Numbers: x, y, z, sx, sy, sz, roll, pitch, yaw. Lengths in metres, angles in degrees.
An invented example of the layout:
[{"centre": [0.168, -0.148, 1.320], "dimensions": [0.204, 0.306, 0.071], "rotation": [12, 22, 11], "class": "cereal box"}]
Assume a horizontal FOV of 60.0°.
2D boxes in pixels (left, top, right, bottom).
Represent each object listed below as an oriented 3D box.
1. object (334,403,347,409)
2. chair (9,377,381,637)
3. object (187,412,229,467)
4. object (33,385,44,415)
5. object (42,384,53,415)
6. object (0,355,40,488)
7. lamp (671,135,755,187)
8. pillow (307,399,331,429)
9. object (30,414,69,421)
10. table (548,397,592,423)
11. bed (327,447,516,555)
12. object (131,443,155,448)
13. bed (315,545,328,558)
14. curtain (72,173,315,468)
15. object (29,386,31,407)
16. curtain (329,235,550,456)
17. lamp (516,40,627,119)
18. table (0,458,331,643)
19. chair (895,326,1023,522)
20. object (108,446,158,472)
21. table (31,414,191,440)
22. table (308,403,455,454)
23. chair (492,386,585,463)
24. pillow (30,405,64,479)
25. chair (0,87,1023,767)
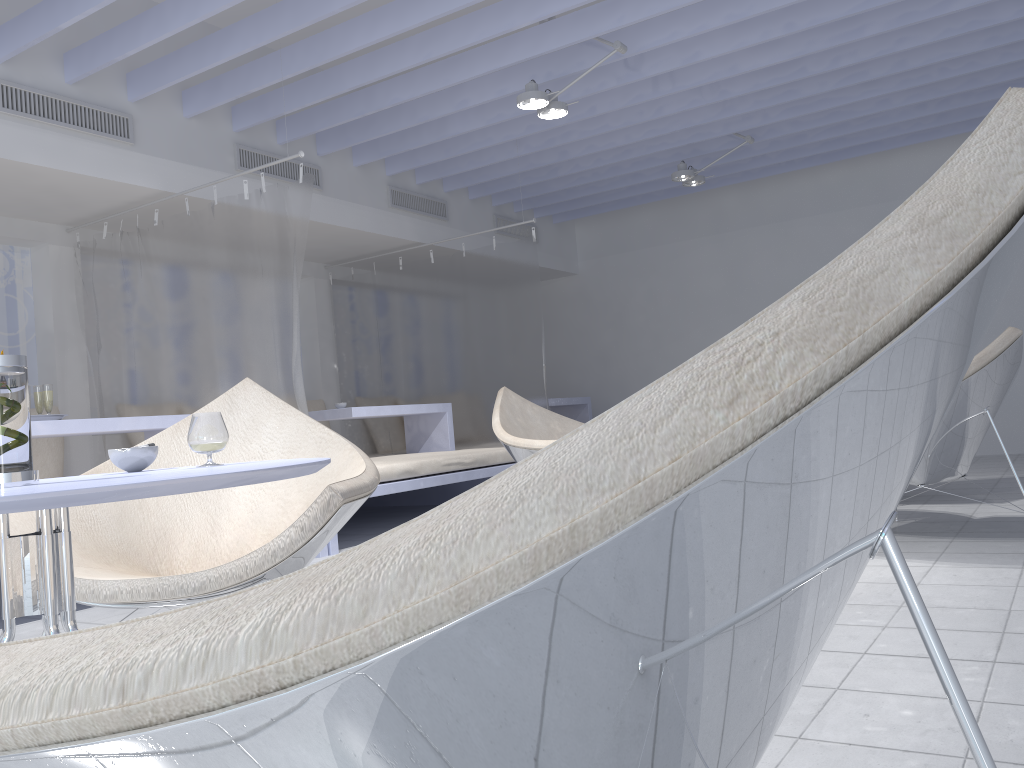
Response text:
[{"centre": [-1.149, 0.149, 5.945], "dimensions": [0.082, 0.043, 0.082], "rotation": [-5, -3, -6], "class": "object"}, {"centre": [-0.751, 0.346, 2.222], "dimensions": [0.906, 0.759, 0.753], "rotation": [-5, -3, 3], "class": "chair"}, {"centre": [-0.521, 0.095, 1.520], "dimensions": [0.068, 0.091, 0.068], "rotation": [-3, -3, -29], "class": "object"}, {"centre": [-2.252, 0.095, 4.225], "dimensions": [0.059, 0.174, 0.059], "rotation": [-5, -3, 0], "class": "object"}, {"centre": [-2.194, 0.089, 4.196], "dimensions": [0.059, 0.174, 0.059], "rotation": [-5, -3, 0], "class": "object"}, {"centre": [-0.720, 0.052, 1.261], "dimensions": [0.075, 0.189, 0.075], "rotation": [-6, -3, 24], "class": "object"}, {"centre": [1.474, -1.630, 6.460], "dimensions": [0.587, 0.218, 0.380], "rotation": [-6, -3, 33], "class": "lamp"}, {"centre": [-1.581, 0.369, 6.902], "dimensions": [0.230, 0.521, 0.524], "rotation": [-6, -3, 31], "class": "pillow"}, {"centre": [-2.275, 0.169, 4.109], "dimensions": [0.275, 0.031, 0.429], "rotation": [-6, -3, 34], "class": "object"}, {"centre": [0.304, 0.369, 8.080], "dimensions": [0.416, 0.450, 1.065], "rotation": [-6, -3, 33], "class": "table"}, {"centre": [-1.137, 0.701, 5.759], "dimensions": [2.016, 0.427, 2.200], "rotation": [-6, -3, 33], "class": "bed"}, {"centre": [-0.664, 0.115, 1.597], "dimensions": [0.012, 0.016, 0.098], "rotation": [-5, -3, -1], "class": "object"}, {"centre": [-2.343, 0.723, 3.908], "dimensions": [2.022, 0.422, 2.200], "rotation": [-6, -3, 33], "class": "bed"}, {"centre": [-1.768, -0.183, 4.839], "dimensions": [2.050, 1.552, 0.151], "rotation": [-6, -3, 33], "class": "curtain"}, {"centre": [-2.287, 0.096, 4.171], "dimensions": [0.059, 0.174, 0.059], "rotation": [-5, -3, 0], "class": "object"}, {"centre": [-0.601, -0.177, 6.728], "dimensions": [1.998, 1.559, 0.125], "rotation": [-6, -3, 31], "class": "curtain"}, {"centre": [0.334, -1.612, 4.682], "dimensions": [0.587, 0.218, 0.380], "rotation": [-6, -3, 33], "class": "lamp"}, {"centre": [-0.655, 0.409, 1.251], "dimensions": [0.825, 0.534, 0.823], "rotation": [-6, -3, 24], "class": "table"}, {"centre": [1.599, 0.200, 3.397], "dimensions": [0.906, 0.759, 0.753], "rotation": [-3, -3, -40], "class": "chair"}, {"centre": [-0.667, 0.134, 1.565], "dimensions": [0.082, 0.043, 0.082], "rotation": [-5, -3, 1], "class": "object"}, {"centre": [-2.085, 0.406, 4.353], "dimensions": [0.416, 0.450, 1.065], "rotation": [-6, -3, 33], "class": "table"}, {"centre": [-0.889, 0.387, 6.218], "dimensions": [0.416, 0.450, 1.065], "rotation": [-6, -3, 33], "class": "table"}, {"centre": [0.253, 0.360, 4.458], "dimensions": [0.753, 0.759, 0.906], "rotation": [-7, -3, 36], "class": "chair"}, {"centre": [-2.795, 0.376, 5.030], "dimensions": [0.231, 0.510, 0.572], "rotation": [-6, -3, 33], "class": "pillow"}, {"centre": [0.077, 0.211, 0.726], "dimensions": [0.753, 0.759, 0.906], "rotation": [-6, -3, 28], "class": "chair"}]
